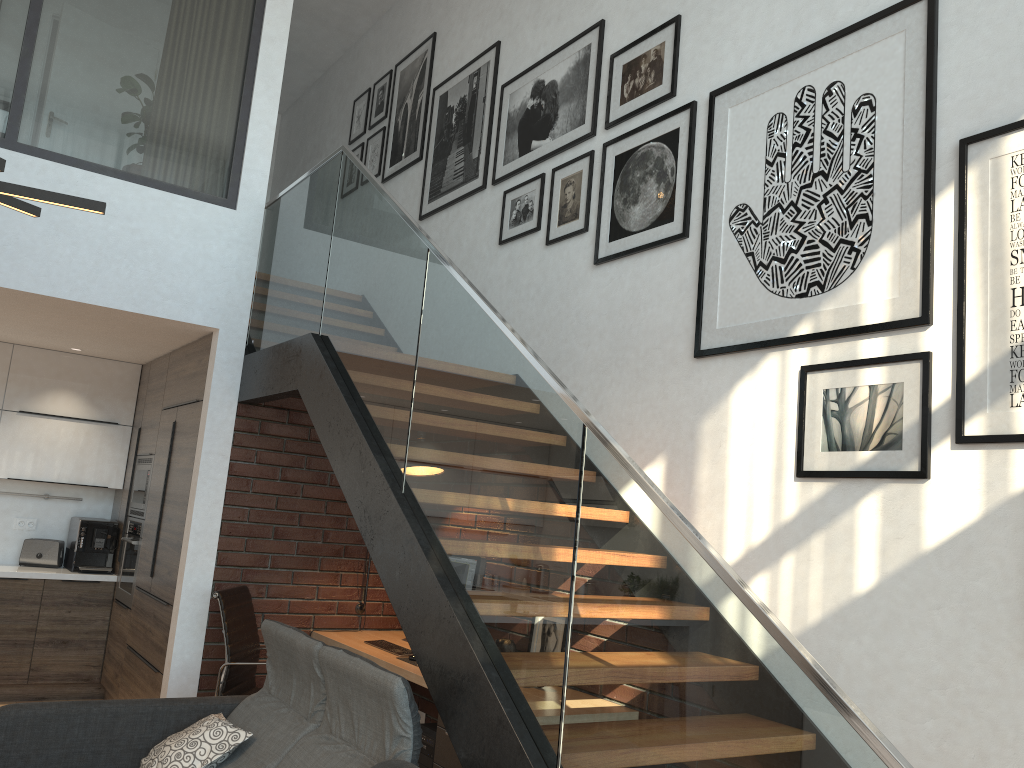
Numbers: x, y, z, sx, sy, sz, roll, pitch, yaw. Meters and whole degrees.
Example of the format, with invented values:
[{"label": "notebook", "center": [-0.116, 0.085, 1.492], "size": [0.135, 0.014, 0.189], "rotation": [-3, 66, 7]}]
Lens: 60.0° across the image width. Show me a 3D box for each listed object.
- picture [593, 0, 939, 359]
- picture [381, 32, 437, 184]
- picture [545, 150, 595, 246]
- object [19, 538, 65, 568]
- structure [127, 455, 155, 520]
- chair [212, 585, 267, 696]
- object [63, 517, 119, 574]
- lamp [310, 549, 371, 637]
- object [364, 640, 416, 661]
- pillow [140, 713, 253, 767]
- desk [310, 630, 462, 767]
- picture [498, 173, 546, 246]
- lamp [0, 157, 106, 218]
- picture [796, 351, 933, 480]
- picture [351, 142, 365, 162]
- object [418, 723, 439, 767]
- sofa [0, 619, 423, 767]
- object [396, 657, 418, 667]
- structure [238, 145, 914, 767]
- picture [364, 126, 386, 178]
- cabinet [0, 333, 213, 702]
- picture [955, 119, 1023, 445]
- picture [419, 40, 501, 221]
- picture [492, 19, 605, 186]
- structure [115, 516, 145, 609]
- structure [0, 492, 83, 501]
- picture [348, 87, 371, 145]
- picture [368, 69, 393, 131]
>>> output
[{"label": "picture", "center": [0.934, -0.945, 3.724], "size": [0.028, 1.678, 1.785], "rotation": [11, -10, -32]}, {"label": "picture", "center": [-0.783, -2.071, 6.703], "size": [0.025, 0.990, 0.654], "rotation": [11, -10, -32]}, {"label": "picture", "center": [0.307, -0.980, 4.704], "size": [0.022, 0.440, 0.358], "rotation": [11, -10, -32]}, {"label": "object", "center": [-3.403, 1.225, 6.429], "size": [0.260, 0.195, 0.177], "rotation": [7, -9, -13]}, {"label": "structure", "center": [-2.363, 0.743, 6.217], "size": [0.459, 0.430, 0.595], "rotation": [11, -10, -32]}, {"label": "chair", "center": [-1.261, 1.604, 4.667], "size": [0.700, 0.991, 0.651], "rotation": [5, -9, 1]}, {"label": "object", "center": [-3.065, 1.172, 6.479], "size": [0.274, 0.378, 0.532], "rotation": [11, -10, -33]}, {"label": "lamp", "center": [-0.595, 1.204, 5.003], "size": [1.054, 2.003, 0.462], "rotation": [-2, -12, 40]}, {"label": "object", "center": [-0.463, 1.169, 4.798], "size": [0.431, 0.535, 0.716], "rotation": [11, -10, -32]}, {"label": "pillow", "center": [-0.599, 1.247, 2.360], "size": [0.386, 0.364, 2.734], "rotation": [10, -10, -29]}, {"label": "desk", "center": [-0.360, 1.762, 4.355], "size": [0.610, 0.750, 2.182], "rotation": [11, -10, -32]}, {"label": "picture", "center": [0.057, -0.998, 5.095], "size": [0.025, 0.333, 0.410], "rotation": [11, -10, -32]}, {"label": "lamp", "center": [-1.411, -2.156, 2.233], "size": [1.200, 3.645, 0.831], "rotation": [9, -10, -23]}, {"label": "picture", "center": [1.188, 0.117, 3.020], "size": [0.025, 0.410, 0.504], "rotation": [11, -10, -32]}, {"label": "picture", "center": [-1.340, -1.798, 7.486], "size": [0.025, 0.410, 0.333], "rotation": [11, -10, -32]}, {"label": "object", "center": [-0.211, 1.840, 4.047], "size": [0.474, 0.527, 0.215], "rotation": [11, -10, -32]}, {"label": "sofa", "center": [-1.045, 1.201, 1.939], "size": [2.108, 0.995, 3.169], "rotation": [11, -10, -32]}, {"label": "object", "center": [-0.438, 1.382, 4.410], "size": [0.200, 0.002, 0.250], "rotation": [11, -10, -32]}, {"label": "structure", "center": [-0.314, 0.596, 4.166], "size": [1.289, 3.460, 5.660], "rotation": [11, -10, -32]}, {"label": "picture", "center": [-1.112, -1.831, 7.145], "size": [0.025, 0.410, 0.333], "rotation": [11, -10, -32]}, {"label": "cabinet", "center": [-3.833, 0.692, 4.904], "size": [3.495, 2.401, 2.401], "rotation": [11, -10, -32]}, {"label": "picture", "center": [1.590, -0.327, 2.525], "size": [0.025, 0.990, 0.654], "rotation": [11, -10, -32]}, {"label": "picture", "center": [-0.361, -1.665, 5.931], "size": [0.025, 0.990, 0.871], "rotation": [11, -10, -32]}, {"label": "picture", "center": [0.186, -1.572, 5.060], "size": [0.025, 0.654, 0.990], "rotation": [11, -10, -32]}, {"label": "structure", "center": [-2.423, 1.232, 6.130], "size": [0.495, 0.570, 0.595], "rotation": [11, -10, -32]}, {"label": "structure", "center": [-4.486, 0.633, 5.886], "size": [3.000, 0.045, 0.050], "rotation": [11, -10, -32]}, {"label": "picture", "center": [-1.296, -2.278, 7.561], "size": [0.025, 0.410, 0.333], "rotation": [11, -10, -32]}, {"label": "picture", "center": [-1.069, -2.309, 7.220], "size": [0.025, 0.410, 0.333], "rotation": [11, -10, -32]}]
